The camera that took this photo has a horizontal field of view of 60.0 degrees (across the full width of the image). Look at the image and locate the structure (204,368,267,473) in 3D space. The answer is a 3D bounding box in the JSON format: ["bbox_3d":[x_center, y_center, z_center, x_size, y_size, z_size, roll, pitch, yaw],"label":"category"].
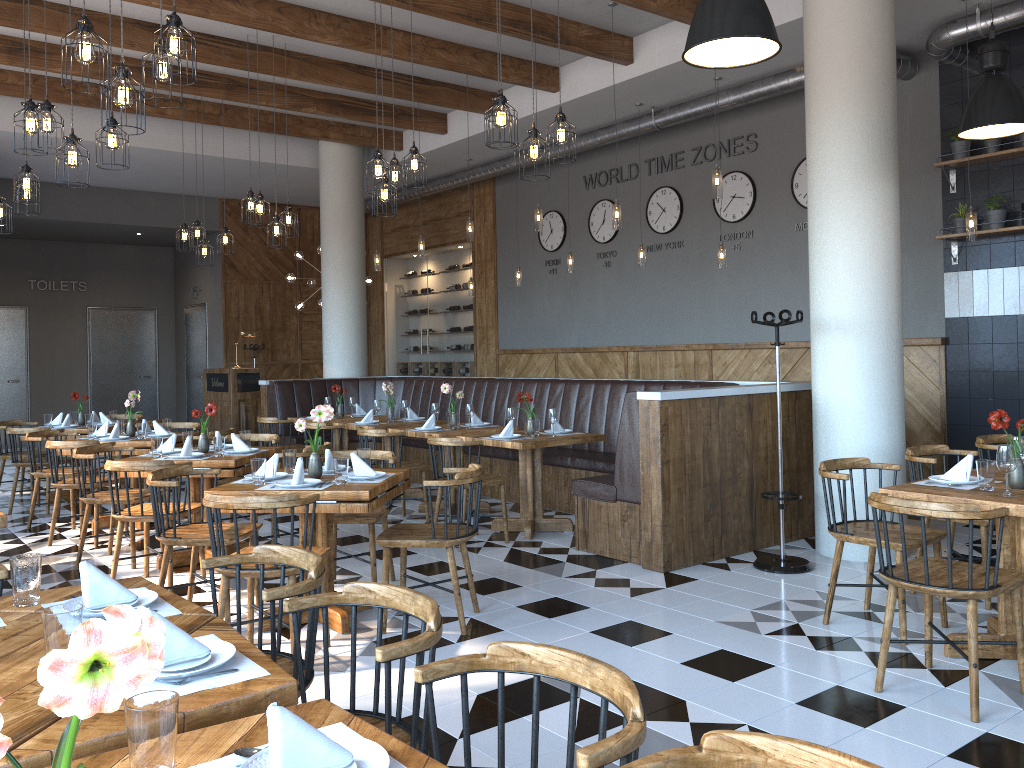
[{"bbox_3d":[-3.512,0.444,11.463,0.645,1.300,1.045,-1,0,-38],"label":"structure"}]

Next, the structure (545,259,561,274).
[{"bbox_3d":[0.561,-1.597,12.102,0.021,0.197,0.305,-1,1,-38],"label":"structure"}]

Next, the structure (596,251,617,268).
[{"bbox_3d":[1.201,-1.582,11.275,0.021,0.200,0.369,-1,1,-38],"label":"structure"}]

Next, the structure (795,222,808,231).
[{"bbox_3d":[3.060,-1.537,8.872,0.021,0.200,0.498,-1,1,-38],"label":"structure"}]

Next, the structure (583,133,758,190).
[{"bbox_3d":[1.774,-2.601,10.505,0.033,0.199,2.728,-1,1,-38],"label":"structure"}]

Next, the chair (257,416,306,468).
[{"bbox_3d":[-2.368,0.738,9.261,0.550,0.817,0.519,-1,0,-38],"label":"chair"}]

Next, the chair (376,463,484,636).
[{"bbox_3d":[-0.415,0.856,4.699,0.549,0.817,0.519,-1,0,7],"label":"chair"}]

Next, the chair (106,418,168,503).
[{"bbox_3d":[-3.811,0.775,9.089,0.549,0.817,0.519,-1,0,7],"label":"chair"}]

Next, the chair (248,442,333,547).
[{"bbox_3d":[-1.516,0.829,6.123,0.549,0.817,0.519,-1,0,7],"label":"chair"}]

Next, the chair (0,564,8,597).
[{"bbox_3d":[-1.734,0.958,2.546,0.520,0.817,0.549,-1,0,-38],"label":"chair"}]

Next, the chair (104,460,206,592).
[{"bbox_3d":[-2.237,0.864,5.565,0.519,0.817,0.550,-1,0,7],"label":"chair"}]

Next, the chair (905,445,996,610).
[{"bbox_3d":[2.551,0.782,5.032,0.520,0.817,0.549,-1,0,-38],"label":"chair"}]

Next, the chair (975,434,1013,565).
[{"bbox_3d":[3.237,0.749,5.563,0.520,0.817,0.549,-1,0,-38],"label":"chair"}]

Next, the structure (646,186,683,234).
[{"bbox_3d":[1.798,-2.054,10.473,0.046,0.560,0.560,-1,0,-38],"label":"structure"}]

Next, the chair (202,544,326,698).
[{"bbox_3d":[-0.826,0.937,2.591,0.550,0.817,0.519,-1,0,-38],"label":"chair"}]

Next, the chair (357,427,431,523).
[{"bbox_3d":[-1.019,0.770,7.518,0.550,0.817,0.519,-1,0,-38],"label":"chair"}]

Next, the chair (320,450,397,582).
[{"bbox_3d":[-0.973,0.842,5.421,0.519,0.817,0.550,-1,0,7],"label":"chair"}]

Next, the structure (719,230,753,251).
[{"bbox_3d":[2.445,-1.552,9.667,0.021,0.200,0.443,-1,1,-38],"label":"structure"}]

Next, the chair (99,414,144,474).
[{"bbox_3d":[-4.389,0.761,9.822,0.519,0.817,0.550,-1,0,7],"label":"chair"}]

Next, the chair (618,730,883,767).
[{"bbox_3d":[0.310,0.964,1.123,0.550,0.817,0.519,-1,0,-38],"label":"chair"}]

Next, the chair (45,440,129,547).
[{"bbox_3d":[-3.375,0.837,7.036,0.519,0.817,0.550,-1,0,7],"label":"chair"}]

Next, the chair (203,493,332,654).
[{"bbox_3d":[-1.136,0.890,4.142,0.519,0.817,0.550,-1,0,7],"label":"chair"}]

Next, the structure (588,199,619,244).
[{"bbox_3d":[1.173,-2.068,11.282,0.046,0.560,0.560,-1,0,-38],"label":"structure"}]

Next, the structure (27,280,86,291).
[{"bbox_3d":[-7.864,-1.700,15.329,0.916,0.166,0.035,-3,1,-38],"label":"structure"}]

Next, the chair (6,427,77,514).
[{"bbox_3d":[-4.532,0.809,8.531,0.519,0.817,0.550,-1,0,7],"label":"chair"}]

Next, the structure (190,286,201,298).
[{"bbox_3d":[-5.547,-1.608,15.555,0.025,0.197,0.565,-1,1,-38],"label":"structure"}]

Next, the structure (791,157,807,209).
[{"bbox_3d":[3.043,-2.024,8.864,0.046,0.560,0.560,-1,0,-38],"label":"structure"}]

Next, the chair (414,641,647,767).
[{"bbox_3d":[-0.043,0.956,1.579,0.550,0.817,0.519,-1,0,-38],"label":"chair"}]

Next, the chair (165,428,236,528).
[{"bbox_3d":[-2.654,0.802,7.593,0.549,0.817,0.519,-1,0,7],"label":"chair"}]

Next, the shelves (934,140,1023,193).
[{"bbox_3d":[4.033,-1.821,7.402,0.247,0.297,0.904,-2,2,-38],"label":"shelves"}]

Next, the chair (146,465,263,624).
[{"bbox_3d":[-1.694,0.877,4.863,0.549,0.817,0.519,-1,0,7],"label":"chair"}]

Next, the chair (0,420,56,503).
[{"bbox_3d":[-5.090,0.796,9.252,0.549,0.817,0.519,-1,0,7],"label":"chair"}]

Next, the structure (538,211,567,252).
[{"bbox_3d":[0.548,-2.083,12.090,0.046,0.560,0.560,-1,0,-38],"label":"structure"}]

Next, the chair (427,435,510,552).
[{"bbox_3d":[-0.345,0.786,6.647,0.550,0.817,0.519,-1,0,-38],"label":"chair"}]

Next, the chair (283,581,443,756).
[{"bbox_3d":[-0.441,0.947,2.093,0.550,0.817,0.519,-1,0,-38],"label":"chair"}]

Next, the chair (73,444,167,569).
[{"bbox_3d":[-2.795,0.851,6.286,0.549,0.817,0.519,-1,0,7],"label":"chair"}]

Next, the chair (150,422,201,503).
[{"bbox_3d":[-3.212,0.789,8.314,0.519,0.817,0.550,-1,0,7],"label":"chair"}]

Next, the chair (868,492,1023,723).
[{"bbox_3d":[1.763,0.848,3.598,0.550,0.817,0.519,-1,0,-38],"label":"chair"}]

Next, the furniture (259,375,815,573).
[{"bbox_3d":[-0.307,0.544,8.792,1.918,1.150,6.586,-2,2,-38],"label":"furniture"}]

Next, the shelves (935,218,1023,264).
[{"bbox_3d":[4.046,-1.191,7.397,0.247,0.297,0.904,-2,2,-38],"label":"shelves"}]

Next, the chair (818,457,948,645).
[{"bbox_3d":[1.865,0.814,4.501,0.520,0.817,0.549,-1,0,-38],"label":"chair"}]

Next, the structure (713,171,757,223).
[{"bbox_3d":[2.424,-2.039,9.665,0.046,0.560,0.560,-1,0,-38],"label":"structure"}]

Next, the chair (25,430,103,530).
[{"bbox_3d":[-3.933,0.823,7.757,0.549,0.817,0.519,-1,0,7],"label":"chair"}]

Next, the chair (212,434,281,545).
[{"bbox_3d":[-2.074,0.816,6.844,0.519,0.817,0.550,-1,0,7],"label":"chair"}]

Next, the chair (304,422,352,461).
[{"bbox_3d":[-1.693,0.754,8.390,0.550,0.817,0.519,-1,0,-38],"label":"chair"}]

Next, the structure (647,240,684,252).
[{"bbox_3d":[1.813,-1.627,10.484,0.021,0.080,0.583,-1,1,-38],"label":"structure"}]
